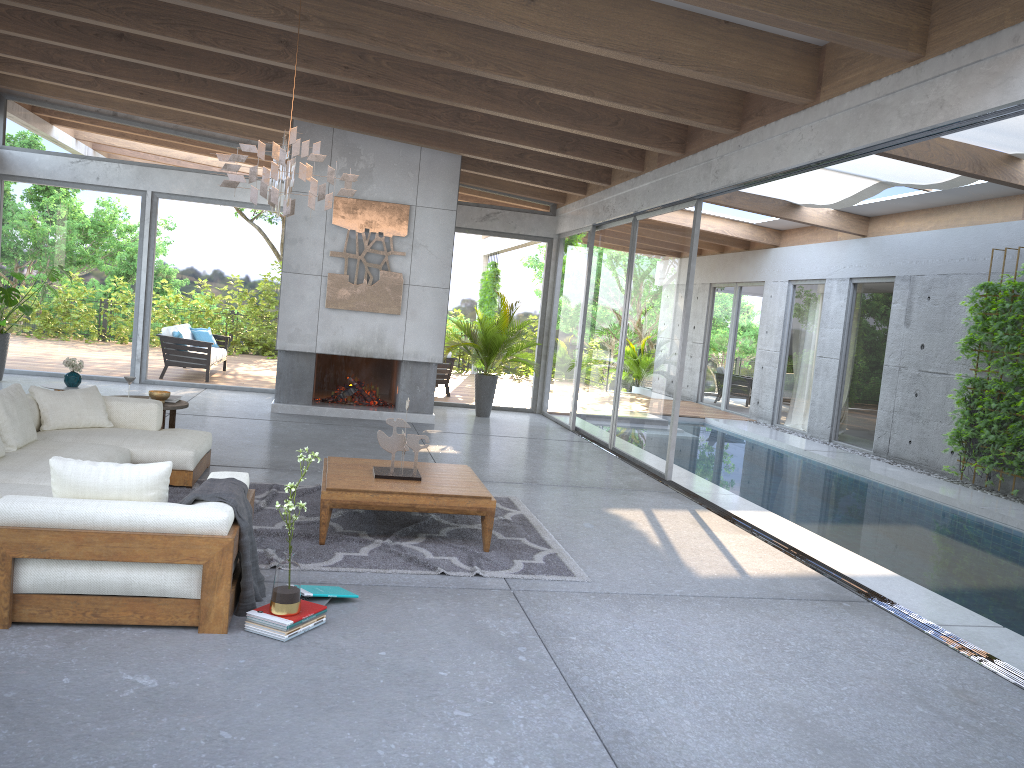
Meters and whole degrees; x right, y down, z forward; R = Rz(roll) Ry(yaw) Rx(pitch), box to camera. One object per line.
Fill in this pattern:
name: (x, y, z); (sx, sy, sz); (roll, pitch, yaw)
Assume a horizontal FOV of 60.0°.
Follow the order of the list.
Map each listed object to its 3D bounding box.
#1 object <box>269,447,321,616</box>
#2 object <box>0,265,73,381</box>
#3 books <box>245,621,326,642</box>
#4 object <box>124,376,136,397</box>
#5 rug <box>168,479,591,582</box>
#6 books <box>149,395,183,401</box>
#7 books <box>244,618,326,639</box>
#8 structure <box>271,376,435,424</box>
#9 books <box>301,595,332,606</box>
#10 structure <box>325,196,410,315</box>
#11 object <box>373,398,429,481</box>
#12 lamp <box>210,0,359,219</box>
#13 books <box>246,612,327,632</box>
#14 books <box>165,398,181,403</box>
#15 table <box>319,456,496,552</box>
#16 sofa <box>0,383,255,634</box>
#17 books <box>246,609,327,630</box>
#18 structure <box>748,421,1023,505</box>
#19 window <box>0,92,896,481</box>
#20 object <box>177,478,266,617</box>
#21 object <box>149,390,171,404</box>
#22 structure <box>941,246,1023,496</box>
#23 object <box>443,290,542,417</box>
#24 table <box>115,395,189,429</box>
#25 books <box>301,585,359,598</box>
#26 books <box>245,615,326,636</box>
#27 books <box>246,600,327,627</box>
object: (-0.953, 0.631, 3.811); (0.171, 0.750, 0.238); (6, 5, 10)
object: (-6.542, -0.827, 11.229); (1.416, 1.540, 1.731); (6, 4, 8)
books: (-0.999, 1.065, 3.918); (0.219, 0.012, 0.286); (7, 5, 23)
object: (-3.161, 0.047, 7.323); (0.099, 0.212, 0.099); (7, 5, 19)
rug: (-1.301, 0.868, 5.802); (3.186, 0.056, 2.187); (5, 5, -11)
books: (-3.010, 0.117, 7.718); (0.205, 0.012, 0.290); (5, 4, -6)
books: (-0.997, 1.053, 3.912); (0.219, 0.012, 0.286); (7, 5, 23)
structure: (-2.146, 0.036, 12.069); (2.012, 0.595, 2.203); (5, 5, -12)
books: (-0.989, 1.030, 4.215); (0.219, 0.012, 0.286); (6, 4, 3)
structure: (-1.763, -1.559, 10.840); (0.919, 1.351, 0.041); (5, 5, -12)
object: (-0.715, 0.339, 5.832); (0.346, 0.518, 0.379); (5, 5, -12)
lamp: (-1.427, -1.699, 5.367); (0.862, 1.400, 0.636); (9, 5, 35)
books: (-0.997, 1.027, 3.930); (0.219, 0.012, 0.286); (7, 5, 23)
books: (-3.019, 0.130, 7.720); (0.220, 0.015, 0.303); (5, 5, -12)
table: (-0.727, 0.774, 5.848); (1.048, 0.352, 1.112); (5, 5, -12)
sofa: (-2.502, 0.506, 5.378); (1.965, 0.777, 3.733); (5, 5, -12)
books: (-0.992, 1.015, 3.920); (0.219, 0.012, 0.286); (7, 5, 23)
structure: (5.606, 1.320, 9.007); (0.477, 0.068, 13.673); (5, 5, -12)
window: (-0.608, -0.887, 5.417); (14.294, 3.764, 23.280); (5, 5, -12)
object: (-1.506, 0.812, 4.122); (0.857, 0.704, 0.472); (4, 5, -15)
object: (-2.975, 0.112, 7.480); (0.173, 0.097, 0.173); (3, 5, -32)
structure: (4.108, 0.034, 5.497); (2.739, 2.687, 10.282); (6, 4, 5)
object: (-0.314, -0.445, 12.483); (1.484, 1.819, 1.798); (5, 4, -5)
table: (-3.146, 0.361, 7.538); (0.725, 0.441, 0.725); (9, 6, 40)
books: (-0.926, 1.011, 4.327); (0.288, 0.074, 0.219); (2, 6, -36)
books: (-0.997, 1.040, 3.916); (0.219, 0.012, 0.286); (7, 5, 23)
books: (-0.993, 1.003, 3.923); (0.219, 0.012, 0.286); (7, 5, 23)
